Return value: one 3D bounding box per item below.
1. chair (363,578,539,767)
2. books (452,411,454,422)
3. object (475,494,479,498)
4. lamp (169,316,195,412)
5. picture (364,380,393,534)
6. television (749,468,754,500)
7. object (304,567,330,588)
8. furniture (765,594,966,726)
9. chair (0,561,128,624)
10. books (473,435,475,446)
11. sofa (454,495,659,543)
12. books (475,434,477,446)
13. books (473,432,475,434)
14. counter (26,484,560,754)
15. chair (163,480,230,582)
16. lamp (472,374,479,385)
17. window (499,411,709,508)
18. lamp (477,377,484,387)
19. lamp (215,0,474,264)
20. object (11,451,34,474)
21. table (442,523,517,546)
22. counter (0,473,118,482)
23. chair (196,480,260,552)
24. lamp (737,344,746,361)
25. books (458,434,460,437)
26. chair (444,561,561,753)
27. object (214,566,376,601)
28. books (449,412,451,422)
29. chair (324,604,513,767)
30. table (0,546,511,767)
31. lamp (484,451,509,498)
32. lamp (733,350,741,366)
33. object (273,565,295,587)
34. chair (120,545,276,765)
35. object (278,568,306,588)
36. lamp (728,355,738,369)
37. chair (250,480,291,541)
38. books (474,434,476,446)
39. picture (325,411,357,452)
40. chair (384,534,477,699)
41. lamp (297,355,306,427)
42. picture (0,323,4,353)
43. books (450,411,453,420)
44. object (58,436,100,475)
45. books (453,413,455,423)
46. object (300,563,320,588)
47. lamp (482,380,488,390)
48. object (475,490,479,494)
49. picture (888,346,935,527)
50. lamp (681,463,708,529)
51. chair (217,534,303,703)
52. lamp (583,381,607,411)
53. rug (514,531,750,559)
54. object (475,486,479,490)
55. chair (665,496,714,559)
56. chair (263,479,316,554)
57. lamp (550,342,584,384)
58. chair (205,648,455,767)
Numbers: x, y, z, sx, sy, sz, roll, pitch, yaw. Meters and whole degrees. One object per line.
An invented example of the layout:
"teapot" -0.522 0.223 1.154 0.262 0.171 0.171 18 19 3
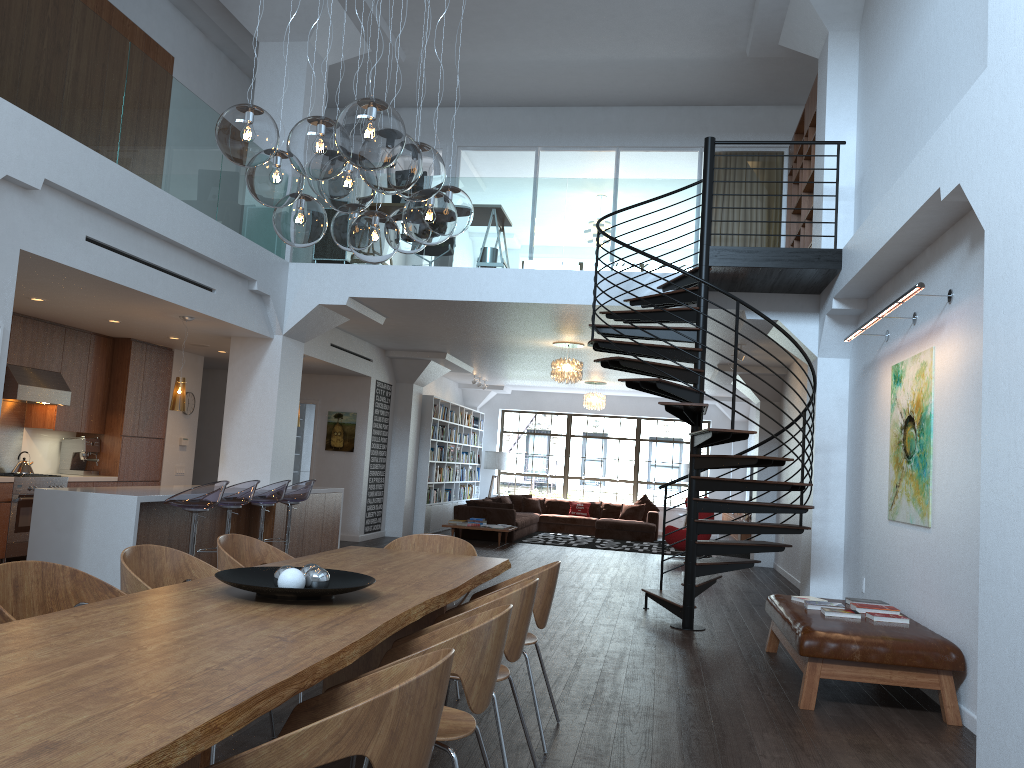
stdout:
"chair" -0.208 1.192 3.601 0.618 0.833 0.629 3 -5 11
"books" -1.203 0.631 17.053 0.158 0.226 0.052 3 -5 10
"object" -0.920 2.448 19.420 0.331 0.088 0.410 3 -5 10
"lamp" -2.106 -0.496 9.388 2.842 1.807 0.149 8 -7 -41
"picture" -2.115 1.157 14.085 0.021 2.380 0.800 3 -5 10
"television" 4.486 1.770 16.454 0.013 0.816 1.324 3 -5 10
"object" -0.730 0.735 3.316 0.100 0.100 0.100 7 -6 -35
"furniture" 2.254 1.760 5.931 0.907 0.453 1.819 3 -5 10
"chair" -1.513 1.056 3.051 0.618 0.833 0.629 3 -5 10
"books" -0.897 1.195 18.958 0.174 0.240 0.045 3 -5 9
"sofa" 1.032 2.590 16.910 3.481 0.664 4.197 3 -5 10
"books" -0.863 1.210 19.175 0.183 0.253 0.034 3 -5 9
"books" -0.882 1.177 19.033 0.176 0.290 0.036 3 -5 9
"counter" -2.385 1.395 7.468 3.039 0.860 8.182 6 -6 -19
"chair" -2.592 1.275 7.187 0.481 1.014 0.530 3 -5 12
"lamp" -0.723 -0.086 17.066 0.111 0.211 0.120 -1 -7 44
"window" 2.019 1.685 19.942 4.648 1.905 0.114 3 -5 10
"lamp" -0.639 -0.035 17.563 0.120 0.211 0.111 7 -6 -31
"lamp" -0.608 -1.635 3.877 0.849 2.140 1.787 3 -5 9
"object" -5.186 0.831 9.421 0.222 0.235 0.222 5 -5 -15
"table" -0.529 2.473 14.600 1.100 0.271 0.853 3 -5 10
"counter" -5.264 0.872 8.258 0.600 0.050 4.387 3 -5 10
"chair" -2.515 1.338 7.812 0.481 1.014 0.530 3 -5 8
"lamp" 2.885 -0.395 11.192 0.120 0.211 0.111 5 -5 -16
"books" -1.111 1.090 17.640 0.128 0.178 0.021 3 -5 10
"chair" -0.075 1.269 4.353 0.617 0.830 0.629 3 -5 10
"object" -0.815 0.760 3.346 0.592 0.066 0.592 7 -6 -32
"books" -1.240 0.621 16.779 0.139 0.191 0.036 3 -5 10
"chair" -0.316 1.116 2.849 0.618 0.833 0.629 3 -5 10
"table" -0.841 1.165 3.303 1.012 0.750 3.803 3 -5 10
"lamp" -0.383 2.293 19.663 0.545 1.579 0.545 4 -5 -1
"lamp" 2.972 -0.342 11.700 0.120 0.211 0.111 7 -6 -31
"object" -0.850 0.735 3.347 0.100 0.100 0.100 7 -6 -35
"chair" -1.386 1.134 3.800 0.618 0.833 0.629 3 -5 10
"object" -0.808 0.726 3.253 0.100 0.100 0.100 7 -6 -35
"lamp" 3.056 -0.291 12.197 0.111 0.211 0.120 -1 -7 44
"chair" -2.393 1.403 8.434 0.481 1.014 0.530 3 -5 8
"books" -0.880 1.193 18.995 0.183 0.253 0.034 3 -5 9
"picture" -2.614 0.728 13.551 0.450 0.600 0.030 3 -5 10
"chair" -0.521 1.320 5.196 0.629 0.833 0.618 3 -5 5
"lamp" -2.698 0.085 11.141 0.149 0.900 0.149 7 -6 -35
"picture" -3.349 -0.164 5.462 0.018 0.500 0.500 3 -5 10
"books" -1.206 0.624 17.004 0.140 0.231 0.042 3 -5 10
"object" -4.955 0.835 10.297 0.439 0.455 0.284 3 -5 10
"books" -1.182 0.658 17.137 0.139 0.191 0.036 3 -5 10
"object" -0.772 0.741 3.408 0.100 0.100 0.100 7 -6 -35
"lamp" -0.552 0.018 18.071 0.120 0.211 0.111 5 -5 -16
"object" -0.915 2.360 19.428 0.331 0.088 0.410 3 -5 10
"picture" 2.870 0.400 6.403 0.010 1.200 1.095 3 -5 10
"lamp" 3.844 2.491 18.822 0.545 1.579 0.545 2 -6 21
"chair" -1.239 1.214 4.563 0.618 0.833 0.629 3 -5 8
"lamp" 1.595 0.239 17.080 0.442 0.539 0.441 8 -7 -38
"rug" 2.260 2.931 16.147 4.200 0.007 3.100 3 -5 11
"object" -0.916 2.273 19.437 0.316 0.088 0.410 3 -5 10
"chair" 2.802 2.271 14.064 0.801 1.006 0.798 0 -6 35
"chair" -2.288 1.467 9.052 0.481 1.014 0.530 3 -5 12
"lamp" 0.756 -0.276 12.115 0.442 0.539 0.441 8 -7 -38
"chair" -0.458 1.036 2.085 0.618 0.833 0.629 3 -5 10
